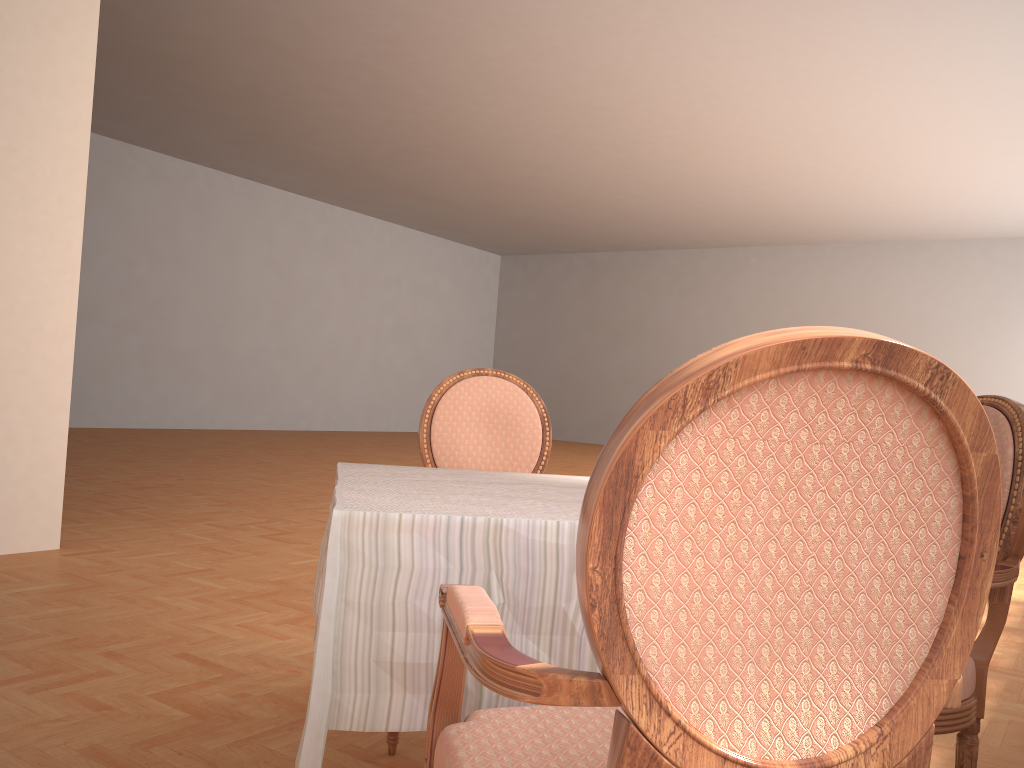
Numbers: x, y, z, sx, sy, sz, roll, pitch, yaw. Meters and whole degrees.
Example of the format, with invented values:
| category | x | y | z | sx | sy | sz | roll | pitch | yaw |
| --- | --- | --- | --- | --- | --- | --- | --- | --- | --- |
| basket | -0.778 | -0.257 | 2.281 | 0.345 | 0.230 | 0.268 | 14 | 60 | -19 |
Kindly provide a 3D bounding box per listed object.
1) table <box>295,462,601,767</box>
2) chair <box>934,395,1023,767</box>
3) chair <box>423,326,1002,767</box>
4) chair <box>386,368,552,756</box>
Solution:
| category | x | y | z | sx | sy | sz | roll | pitch | yaw |
| --- | --- | --- | --- | --- | --- | --- | --- | --- | --- |
| table | 0.034 | 0.542 | 1.683 | 0.831 | 0.677 | 0.829 | 4 | -1 | -11 |
| chair | 0.725 | 0.468 | 1.825 | 0.593 | 0.931 | 0.521 | 4 | 0 | -11 |
| chair | 0.192 | 0.417 | 0.992 | 0.521 | 0.931 | 0.593 | 4 | 0 | -11 |
| chair | -0.059 | 0.418 | 2.350 | 0.521 | 0.931 | 0.593 | 4 | 0 | -11 |
